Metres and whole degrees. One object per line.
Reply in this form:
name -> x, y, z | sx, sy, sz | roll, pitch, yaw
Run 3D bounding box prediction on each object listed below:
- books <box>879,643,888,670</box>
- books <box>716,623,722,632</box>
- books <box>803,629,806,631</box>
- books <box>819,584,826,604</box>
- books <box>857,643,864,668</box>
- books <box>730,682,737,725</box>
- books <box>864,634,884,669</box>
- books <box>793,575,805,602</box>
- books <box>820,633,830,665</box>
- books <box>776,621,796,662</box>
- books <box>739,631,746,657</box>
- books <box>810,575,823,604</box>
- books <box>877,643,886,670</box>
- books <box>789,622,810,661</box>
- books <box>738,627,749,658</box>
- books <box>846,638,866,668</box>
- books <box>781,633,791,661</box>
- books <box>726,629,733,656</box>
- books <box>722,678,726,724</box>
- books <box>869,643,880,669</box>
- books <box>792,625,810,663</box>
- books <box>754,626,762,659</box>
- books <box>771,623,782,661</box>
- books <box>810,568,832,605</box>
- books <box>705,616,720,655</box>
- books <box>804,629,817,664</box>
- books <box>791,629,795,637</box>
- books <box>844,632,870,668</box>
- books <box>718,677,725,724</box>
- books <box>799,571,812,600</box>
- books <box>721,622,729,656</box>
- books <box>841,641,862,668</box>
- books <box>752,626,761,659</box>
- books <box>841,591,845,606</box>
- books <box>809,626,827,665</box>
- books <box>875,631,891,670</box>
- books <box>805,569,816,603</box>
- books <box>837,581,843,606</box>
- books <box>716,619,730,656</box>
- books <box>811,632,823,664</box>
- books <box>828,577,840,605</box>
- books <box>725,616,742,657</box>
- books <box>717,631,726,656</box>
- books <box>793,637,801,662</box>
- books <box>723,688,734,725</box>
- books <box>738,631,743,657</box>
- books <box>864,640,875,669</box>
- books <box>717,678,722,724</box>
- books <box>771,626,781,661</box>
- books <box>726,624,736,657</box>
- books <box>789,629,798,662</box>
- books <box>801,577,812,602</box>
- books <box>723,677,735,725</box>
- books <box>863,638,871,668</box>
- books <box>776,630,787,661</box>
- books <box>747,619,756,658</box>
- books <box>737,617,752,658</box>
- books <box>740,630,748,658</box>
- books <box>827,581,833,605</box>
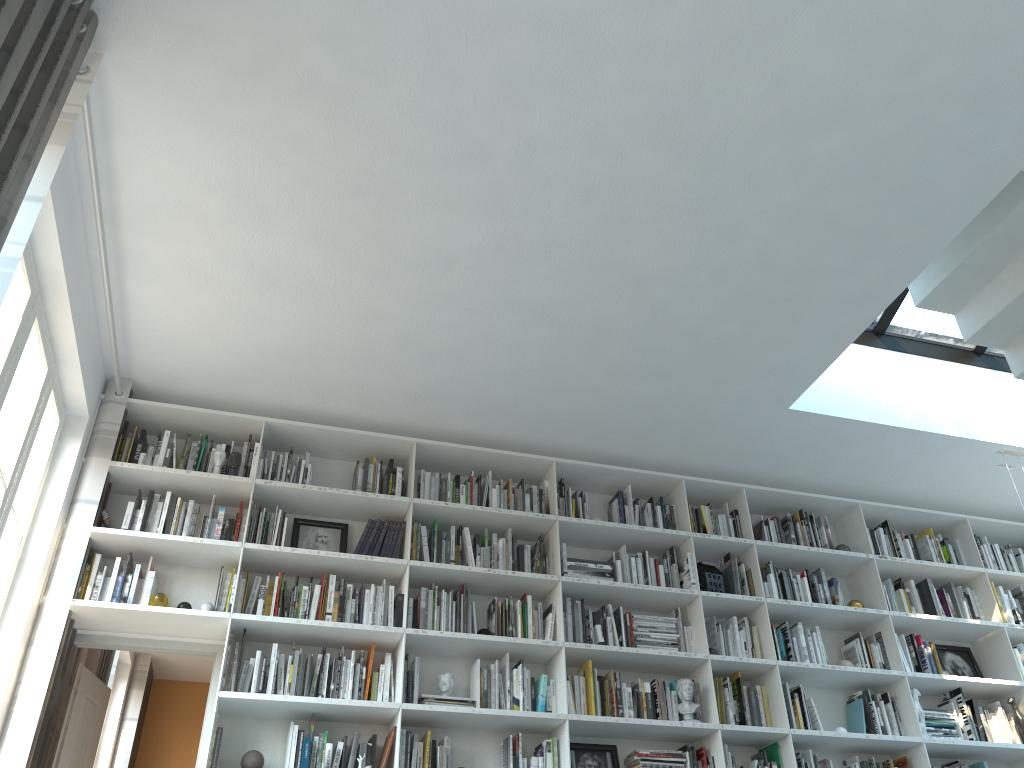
books -> 2.203, 1.694, 5.355 | 0.012, 0.205, 0.170 | 9, -36, -14
books -> 1.181, 1.527, 5.122 | 0.024, 0.241, 0.160 | 9, -36, -14
books -> 1.743, 1.610, 5.271 | 0.024, 0.260, 0.134 | 9, -36, -14
books -> 1.873, 1.356, 5.478 | 0.027, 0.180, 0.177 | 9, -36, -14
books -> 2.060, 1.680, 5.331 | 0.005, 0.204, 0.154 | 9, -36, -14
books -> 1.191, 1.817, 4.929 | 0.035, 0.276, 0.140 | 9, -36, -14
books -> 2.166, 1.666, 5.358 | 0.016, 0.255, 0.176 | 9, -36, -14
books -> 1.748, 1.314, 5.463 | 0.023, 0.235, 0.150 | 9, -36, -14
books -> 1.824, 1.625, 5.287 | 0.034, 0.252, 0.161 | 9, -36, -14
books -> 1.597, 1.562, 5.216 | 0.014, 0.279, 0.178 | 9, -36, -14
books -> 1.292, 1.553, 5.121 | 0.027, 0.195, 0.186 | 9, -36, -14
books -> 1.846, 1.326, 5.484 | 0.030, 0.236, 0.186 | 9, -36, -14
books -> 2.180, 1.689, 5.345 | 0.013, 0.203, 0.174 | 9, -36, -14
books -> 1.696, 1.585, 5.265 | 0.027, 0.293, 0.160 | 9, -36, -14
books -> 1.327, 1.548, 5.147 | 0.024, 0.232, 0.150 | 9, -36, -14
books -> 2.068, 1.670, 5.340 | 0.012, 0.231, 0.155 | 9, -36, -14
books -> 1.573, 1.597, 5.209 | 0.026, 0.214, 0.162 | 9, -36, -14
books -> 1.224, 1.545, 5.118 | 0.023, 0.206, 0.172 | 9, -36, -14
books -> 1.140, 1.796, 4.911 | 0.035, 0.291, 0.145 | 9, -36, -14
books -> 2.150, 1.692, 5.346 | 0.013, 0.200, 0.174 | 9, -36, -14
books -> 1.676, 1.580, 5.228 | 0.030, 0.261, 0.183 | 9, -36, -14
books -> 1.394, 1.556, 5.164 | 0.026, 0.236, 0.174 | 9, -36, -14
books -> 1.536, 1.574, 5.234 | 0.014, 0.282, 0.136 | 9, -36, -14
books -> 1.903, 1.311, 5.505 | 0.029, 0.283, 0.184 | 9, -36, -14
books -> 1.150, 1.505, 5.127 | 0.018, 0.283, 0.160 | 9, -36, -14
books -> 1.725, 1.602, 5.245 | 0.025, 0.243, 0.184 | 9, -36, -14
books -> 1.649, 1.593, 5.241 | 0.011, 0.255, 0.132 | 9, -36, -14
books -> 2.084, 1.651, 5.343 | 0.015, 0.266, 0.165 | 9, -36, -14
books -> 1.132, 1.786, 4.896 | 0.035, 0.291, 0.145 | 9, -36, -14
books -> 1.795, 1.310, 5.483 | 0.012, 0.263, 0.157 | 9, -36, -14
books -> 1.199, 1.524, 5.124 | 0.028, 0.248, 0.165 | 9, -36, -14
books -> 2.049, 1.675, 5.336 | 0.015, 0.219, 0.140 | 9, -36, -14
books -> 1.380, 1.548, 5.145 | 0.028, 0.228, 0.177 | 9, -36, -14
books -> 2.021, 1.370, 5.544 | 0.026, 0.228, 0.141 | 9, -36, -14
books -> 1.793, 1.598, 5.265 | 0.024, 0.271, 0.170 | 9, -36, -14
books -> 2.212, 1.662, 5.372 | 0.005, 0.276, 0.183 | 9, -36, -14
books -> 1.820, 1.314, 5.507 | 0.012, 0.283, 0.160 | 9, -36, -14
books -> 1.991, 1.360, 5.517 | 0.048, 0.215, 0.183 | 9, -36, -14
books -> 1.212, 1.516, 5.136 | 0.019, 0.274, 0.146 | 9, -36, -14
books -> 1.769, 1.617, 5.257 | 0.021, 0.231, 0.184 | 9, -36, -14
books -> 1.971, 1.344, 5.510 | 0.054, 0.234, 0.172 | 9, -36, -14
books -> 1.262, 1.507, 5.124 | 0.028, 0.273, 0.188 | 9, -36, -14
books -> 1.169, 1.536, 5.084 | 0.028, 0.184, 0.182 | 9, -36, -14
books -> 1.634, 1.612, 5.214 | 0.025, 0.193, 0.172 | 9, -36, -14
books -> 1.162, 1.819, 4.891 | 0.015, 0.230, 0.181 | 9, -36, -14
books -> 1.275, 1.549, 5.114 | 0.024, 0.193, 0.173 | 9, -36, -14
books -> 2.122, 1.680, 5.352 | 0.016, 0.226, 0.161 | 9, -36, -14
books -> 1.115, 1.792, 4.905 | 0.035, 0.291, 0.145 | 9, -36, -14
books -> 1.511, 1.567, 5.193 | 0.014, 0.246, 0.177 | 9, -36, -14
books -> 1.240, 1.533, 5.126 | 0.023, 0.234, 0.179 | 9, -36, -14
books -> 1.613, 1.586, 5.213 | 0.022, 0.236, 0.165 | 9, -36, -14
books -> 1.773, 1.320, 5.449 | 0.021, 0.208, 0.182 | 9, -36, -14
books -> 1.178, 1.794, 4.911 | 0.019, 0.292, 0.164 | 9, -36, -14
books -> 2.096, 1.669, 5.349 | 0.016, 0.242, 0.152 | 9, -36, -14
books -> 1.555, 1.584, 5.208 | 0.013, 0.235, 0.158 | 9, -36, -14
books -> 1.359, 1.535, 5.167 | 0.025, 0.275, 0.174 | 9, -36, -14
books -> 1.343, 1.527, 5.170 | 0.028, 0.292, 0.155 | 9, -36, -14
books -> 1.312, 1.550, 5.130 | 0.029, 0.210, 0.158 | 9, -36, -14
books -> 1.928, 1.353, 5.503 | 0.030, 0.211, 0.157 | 9, -36, -14
